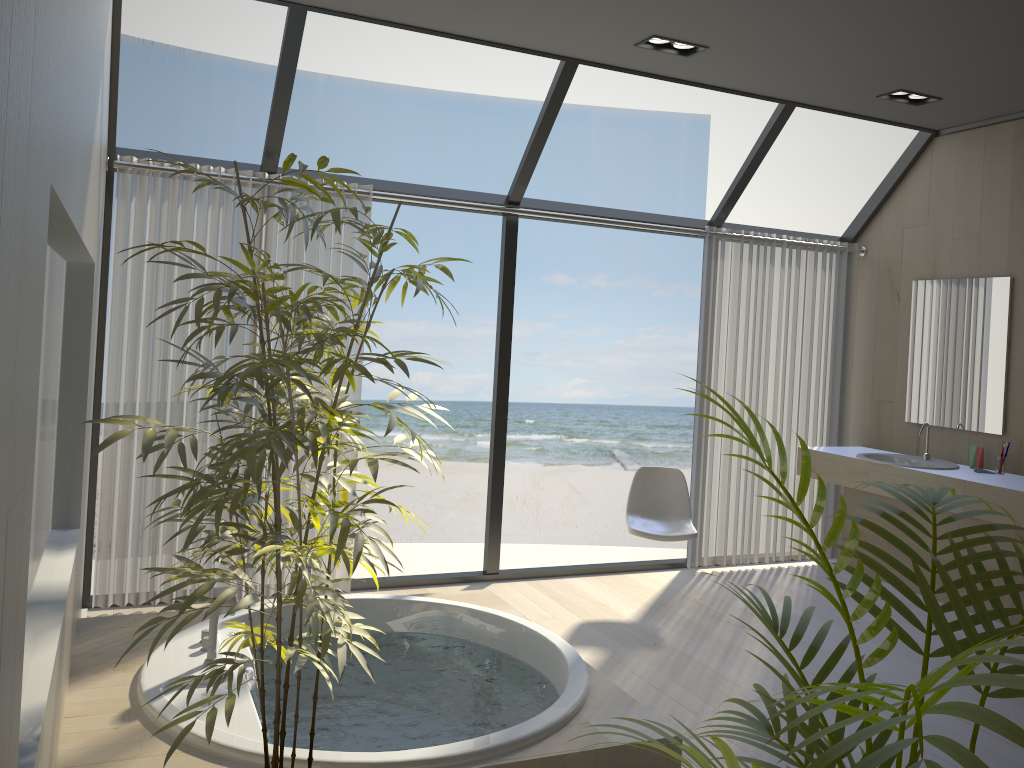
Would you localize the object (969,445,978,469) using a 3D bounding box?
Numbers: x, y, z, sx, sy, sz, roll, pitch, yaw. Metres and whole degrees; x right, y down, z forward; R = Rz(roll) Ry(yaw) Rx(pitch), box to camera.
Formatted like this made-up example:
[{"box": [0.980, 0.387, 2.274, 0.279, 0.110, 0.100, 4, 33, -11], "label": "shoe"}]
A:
[{"box": [2.579, 0.409, 4.947, 0.039, 0.135, 0.039, 3, 0, 25], "label": "object"}]

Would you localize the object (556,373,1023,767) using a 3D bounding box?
[{"box": [0.574, 0.674, 1.277, 1.064, 1.345, 0.875, 2, 1, -35], "label": "object"}]

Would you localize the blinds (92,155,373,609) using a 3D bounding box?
[{"box": [-1.318, 0.004, 4.282, 1.181, 2.070, 0.084, 3, 0, -24], "label": "blinds"}]

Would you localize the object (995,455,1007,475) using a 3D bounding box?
[{"box": [2.634, 0.439, 4.773, 0.058, 0.100, 0.058, 3, 1, -17], "label": "object"}]

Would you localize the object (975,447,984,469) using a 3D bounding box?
[{"box": [2.556, 0.414, 4.835, 0.039, 0.135, 0.039, 3, 0, 25], "label": "object"}]

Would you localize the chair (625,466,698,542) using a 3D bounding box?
[{"box": [0.818, 0.656, 4.855, 0.369, 0.347, 0.454, 3, 2, 5], "label": "chair"}]

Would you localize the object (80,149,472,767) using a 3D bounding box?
[{"box": [-0.539, 0.375, 1.961, 0.787, 1.756, 0.936, 3, 1, 1], "label": "object"}]

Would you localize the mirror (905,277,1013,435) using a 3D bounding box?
[{"box": [2.586, -0.178, 5.155, 0.023, 0.868, 0.654, 3, 1, -24], "label": "mirror"}]

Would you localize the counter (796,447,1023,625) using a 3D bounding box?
[{"box": [2.272, 0.842, 5.130, 0.550, 0.790, 1.208, 3, 2, -24], "label": "counter"}]

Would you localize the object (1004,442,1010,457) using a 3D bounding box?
[{"box": [2.652, 0.399, 4.772, 0.054, 0.175, 0.012, 3, 0, 1], "label": "object"}]

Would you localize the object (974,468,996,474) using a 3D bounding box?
[{"box": [2.540, 0.467, 4.755, 0.104, 0.029, 0.032, 4, 2, 16], "label": "object"}]

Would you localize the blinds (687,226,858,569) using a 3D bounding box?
[{"box": [1.655, 0.093, 5.596, 1.181, 2.070, 0.084, 3, 0, -24], "label": "blinds"}]

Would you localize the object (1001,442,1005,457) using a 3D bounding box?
[{"box": [2.628, 0.398, 4.744, 0.012, 0.178, 0.050, 3, 0, 15], "label": "object"}]

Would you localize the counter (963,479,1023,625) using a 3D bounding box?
[{"box": [2.758, 0.931, 4.026, 0.550, 0.790, 1.208, 3, 2, -24], "label": "counter"}]

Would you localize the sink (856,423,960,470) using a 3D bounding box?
[{"box": [2.265, 0.429, 5.081, 0.503, 0.419, 0.575, 2, 2, -20], "label": "sink"}]

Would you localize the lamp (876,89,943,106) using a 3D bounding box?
[{"box": [2.110, -1.570, 4.697, 0.300, 0.112, 0.164, 2, 2, -24], "label": "lamp"}]

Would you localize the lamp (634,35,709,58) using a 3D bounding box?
[{"box": [0.739, -1.611, 4.091, 0.300, 0.112, 0.164, 2, 2, -24], "label": "lamp"}]

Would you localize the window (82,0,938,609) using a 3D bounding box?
[{"box": [0.273, -0.279, 4.767, 4.555, 2.814, 0.746, 2, 0, -24], "label": "window"}]

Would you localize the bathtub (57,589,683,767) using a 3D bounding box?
[{"box": [-0.617, 1.116, 3.236, 1.819, 0.698, 1.651, 2, 3, -24], "label": "bathtub"}]
